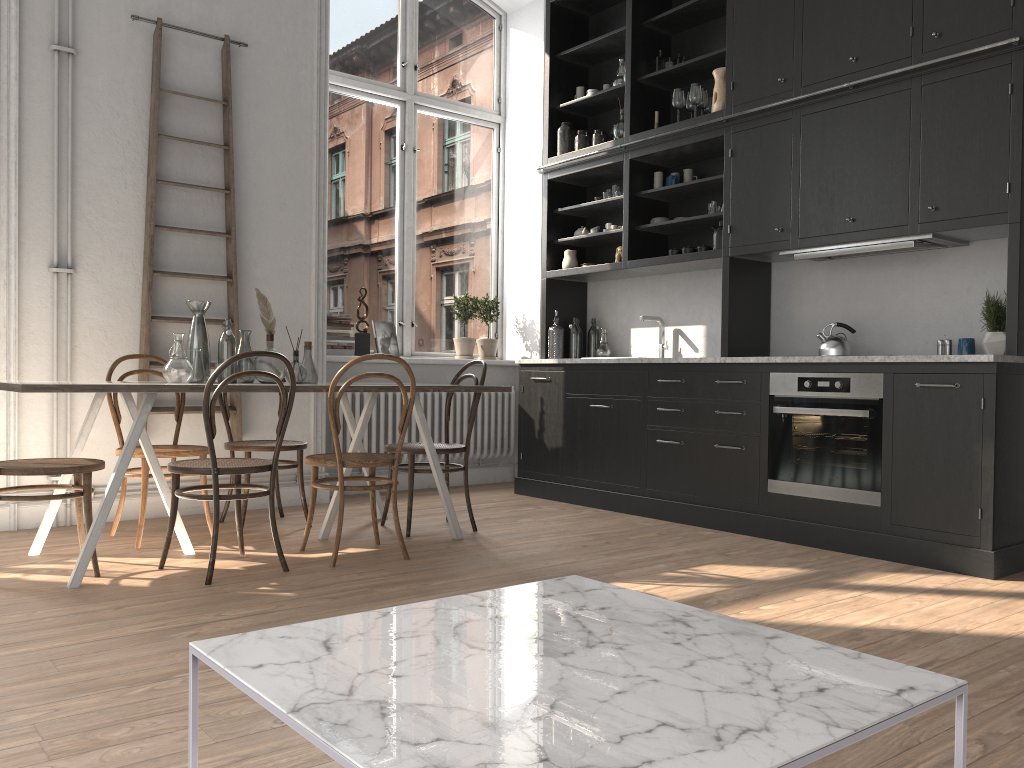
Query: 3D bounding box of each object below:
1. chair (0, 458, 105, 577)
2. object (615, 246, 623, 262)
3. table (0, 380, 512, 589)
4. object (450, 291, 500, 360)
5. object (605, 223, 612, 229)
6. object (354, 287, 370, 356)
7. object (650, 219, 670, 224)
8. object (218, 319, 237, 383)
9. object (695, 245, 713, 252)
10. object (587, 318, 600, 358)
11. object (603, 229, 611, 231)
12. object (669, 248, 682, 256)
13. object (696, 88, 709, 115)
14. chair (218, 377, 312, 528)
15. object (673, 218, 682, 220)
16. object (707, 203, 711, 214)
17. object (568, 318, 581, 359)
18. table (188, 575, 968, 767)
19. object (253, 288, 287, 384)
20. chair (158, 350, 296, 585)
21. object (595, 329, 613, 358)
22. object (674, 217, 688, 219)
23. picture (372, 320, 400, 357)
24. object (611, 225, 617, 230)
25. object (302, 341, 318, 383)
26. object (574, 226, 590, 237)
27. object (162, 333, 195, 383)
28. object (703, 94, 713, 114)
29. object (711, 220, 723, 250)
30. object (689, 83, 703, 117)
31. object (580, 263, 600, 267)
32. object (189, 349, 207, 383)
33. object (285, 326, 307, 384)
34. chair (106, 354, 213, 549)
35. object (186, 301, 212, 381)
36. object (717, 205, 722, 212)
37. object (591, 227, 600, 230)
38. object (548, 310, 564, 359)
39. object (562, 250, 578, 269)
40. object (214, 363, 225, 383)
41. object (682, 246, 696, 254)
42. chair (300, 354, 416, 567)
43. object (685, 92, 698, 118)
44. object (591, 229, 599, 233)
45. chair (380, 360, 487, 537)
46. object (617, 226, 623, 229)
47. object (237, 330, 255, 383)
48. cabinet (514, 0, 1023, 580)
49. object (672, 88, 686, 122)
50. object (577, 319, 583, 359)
[{"bbox_3d":[-1.956,0.314,3.607,0.549,0.921,0.438,0,1,-30],"label":"chair"},{"bbox_3d":[0.721,-0.853,5.879,0.069,0.123,0.173,1,1,-6],"label":"object"},{"bbox_3d":[-1.208,0.387,4.234,2.200,0.780,1.100,0,1,-39],"label":"table"},{"bbox_3d":[-0.283,-0.450,6.839,0.234,0.524,0.500,2,1,41],"label":"object"},{"bbox_3d":[0.664,-1.072,6.072,0.039,0.055,0.049,0,1,-18],"label":"object"},{"bbox_3d":[-1.052,-0.437,6.223,0.122,0.488,0.102,1,1,-14],"label":"object"},{"bbox_3d":[-1.612,-0.152,4.444,5.827,1.842,0.792,0,1,-33],"label":"object"},{"bbox_3d":[-1.338,-0.155,4.171,0.086,0.301,0.086,2,1,37],"label":"object"},{"bbox_3d":[1.160,-0.810,5.348,0.104,0.059,0.088,0,1,-30],"label":"object"},{"bbox_3d":[0.586,-0.320,6.381,0.086,0.301,0.086,1,1,7],"label":"object"},{"bbox_3d":[0.665,-1.048,6.068,0.085,0.016,0.085,1,1,2],"label":"object"},{"bbox_3d":[1.017,-0.814,5.506,0.104,0.059,0.088,1,1,40],"label":"object"},{"bbox_3d":[1.166,-1.692,5.431,0.083,0.221,0.083,0,1,-40],"label":"object"},{"bbox_3d":[-1.363,0.310,4.858,0.438,0.921,0.549,0,1,-32],"label":"chair"},{"bbox_3d":[1.096,-1.038,5.696,0.123,0.036,0.123,1,1,39],"label":"object"},{"bbox_3d":[1.214,-1.054,5.410,0.058,0.094,0.058,1,1,1],"label":"object"},{"bbox_3d":[0.445,-0.321,6.303,0.086,0.301,0.086,2,1,37],"label":"object"},{"bbox_3d":[0.070,0.623,1.373,0.849,0.392,0.849,0,1,-39],"label":"table"},{"bbox_3d":[-1.148,-0.225,4.208,0.157,0.446,0.157,0,1,-21],"label":"object"},{"bbox_3d":[-1.182,0.323,3.700,0.438,0.921,0.549,0,1,-43],"label":"chair"},{"bbox_3d":[0.648,-0.279,6.270,0.132,0.219,0.120,0,1,-38],"label":"object"},{"bbox_3d":[1.096,-1.045,5.696,0.112,0.036,0.112,1,1,4],"label":"object"},{"bbox_3d":[-0.932,-0.318,6.375,0.149,0.264,0.221,1,1,35],"label":"picture"},{"bbox_3d":[0.688,-1.047,6.008,0.049,0.054,0.039,1,1,-13],"label":"object"},{"bbox_3d":[-1.035,-0.109,4.498,0.101,0.212,0.101,1,1,1],"label":"object"},{"bbox_3d":[0.502,-1.075,6.333,0.125,0.100,0.140,1,1,33],"label":"object"},{"bbox_3d":[-1.468,-0.113,3.905,0.132,0.219,0.132,2,1,41],"label":"object"},{"bbox_3d":[1.232,-1.693,5.550,0.083,0.221,0.083,1,1,-7],"label":"object"},{"bbox_3d":[1.259,-0.874,5.262,0.124,0.192,0.129,1,1,-11],"label":"object"},{"bbox_3d":[1.107,-1.692,5.343,0.083,0.221,0.083,1,1,8],"label":"object"},{"bbox_3d":[0.567,-0.814,6.211,0.180,0.037,0.180,1,1,36],"label":"object"},{"bbox_3d":[-1.447,-0.083,4.085,0.083,0.158,0.083,0,1,-43],"label":"object"},{"bbox_3d":[-1.066,-0.144,4.375,0.107,0.283,0.106,0,1,-44],"label":"object"},{"bbox_3d":[-1.762,0.309,4.439,0.438,0.921,0.549,0,1,-40],"label":"chair"},{"bbox_3d":[-1.484,-0.198,4.197,0.116,0.383,0.116,0,1,-27],"label":"object"},{"bbox_3d":[1.284,-1.054,5.484,0.058,0.094,0.058,1,1,28],"label":"object"},{"bbox_3d":[0.578,-1.078,6.192,0.055,0.047,0.058,0,1,-24],"label":"object"},{"bbox_3d":[0.312,-0.349,6.279,0.109,0.349,0.109,1,1,33],"label":"object"},{"bbox_3d":[0.415,-0.872,6.289,0.115,0.144,0.127,1,1,30],"label":"object"},{"bbox_3d":[-1.341,-0.050,4.049,0.058,0.094,0.058,1,1,-10],"label":"object"},{"bbox_3d":[1.081,-0.812,5.414,0.104,0.059,0.088,1,1,30],"label":"object"},{"bbox_3d":[-0.702,0.327,4.036,0.438,0.921,0.549,0,1,-27],"label":"chair"},{"bbox_3d":[1.114,-1.694,5.496,0.083,0.221,0.083,2,1,44],"label":"object"},{"bbox_3d":[0.577,-1.058,6.193,0.055,0.033,0.058,1,1,26],"label":"object"},{"bbox_3d":[-0.418,0.323,4.803,0.549,0.921,0.438,0,1,-26],"label":"chair"},{"bbox_3d":[0.743,-1.044,6.005,0.049,0.041,0.056,1,1,24],"label":"object"},{"bbox_3d":[-1.295,-0.132,4.299,0.100,0.255,0.098,1,1,28],"label":"object"},{"bbox_3d":[1.278,-0.988,5.146,0.635,3.583,3.250,0,1,-39],"label":"cabinet"},{"bbox_3d":[1.023,-1.694,5.444,0.083,0.221,0.083,1,1,-7],"label":"object"},{"bbox_3d":[0.470,-0.322,6.424,0.086,0.301,0.086,0,1,-24],"label":"object"}]
